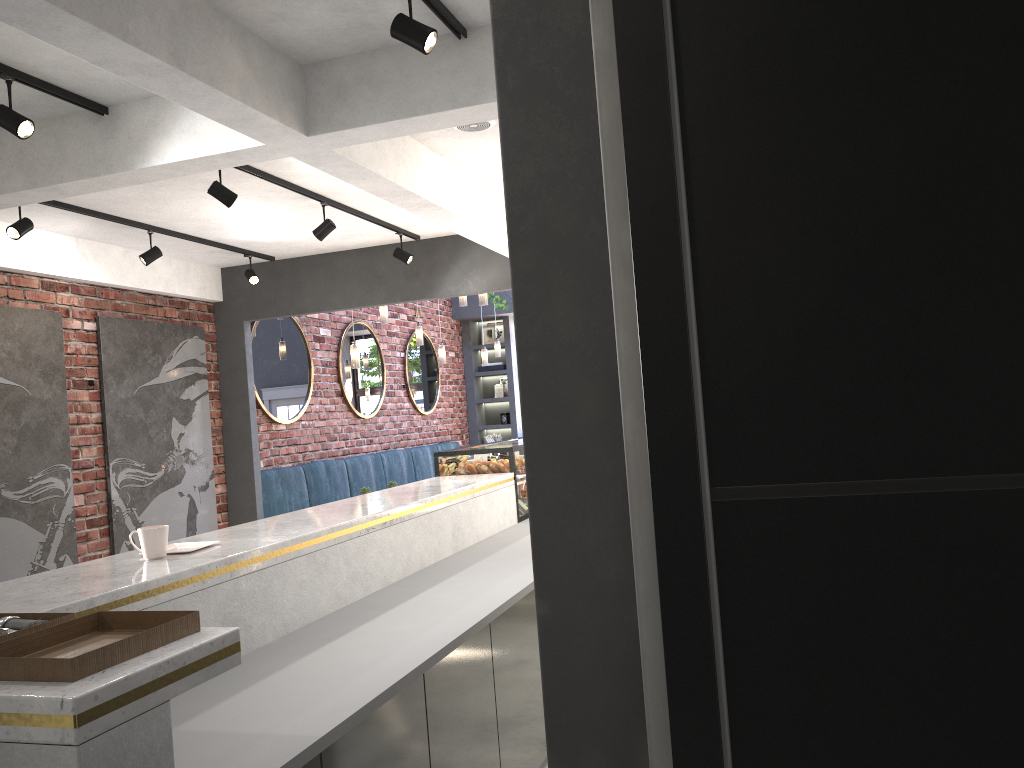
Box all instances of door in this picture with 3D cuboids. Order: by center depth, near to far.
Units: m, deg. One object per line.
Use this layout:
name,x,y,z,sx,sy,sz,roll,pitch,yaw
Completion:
door,0.675,0.379,0.877,1.132,2.218,0.172,-5,-1,18

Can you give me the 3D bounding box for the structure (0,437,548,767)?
structure,0.761,0.926,3.878,3.206,1.300,5.805,-5,-2,18

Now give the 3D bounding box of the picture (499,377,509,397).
picture,-0.082,0.053,14.188,0.247,0.326,0.044,-5,-1,18

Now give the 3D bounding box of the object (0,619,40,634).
object,-0.974,0.458,1.678,0.192,0.024,0.025,-5,-2,18

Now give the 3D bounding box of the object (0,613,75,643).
object,-0.998,0.469,1.602,0.231,0.038,0.307,-5,-2,18

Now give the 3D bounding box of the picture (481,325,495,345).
picture,-0.381,-0.775,14.234,0.230,0.313,0.061,-5,-1,18

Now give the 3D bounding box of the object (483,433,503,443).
object,-0.295,0.917,14.050,0.250,0.323,0.241,-5,-2,18

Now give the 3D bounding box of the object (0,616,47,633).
object,-0.972,0.469,1.713,0.175,0.039,0.056,-5,-2,18

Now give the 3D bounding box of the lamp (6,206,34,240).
lamp,-2.852,-0.946,5.136,0.087,0.235,0.157,-5,-1,12

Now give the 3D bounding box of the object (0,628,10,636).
object,-0.994,0.458,1.613,0.192,0.024,0.025,-5,-2,18

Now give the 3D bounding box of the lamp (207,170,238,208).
lamp,-1.547,-1.060,4.731,0.157,0.238,0.087,-3,-2,-33

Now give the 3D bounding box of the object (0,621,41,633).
object,-0.973,0.463,1.678,0.192,0.024,0.025,-5,-2,18

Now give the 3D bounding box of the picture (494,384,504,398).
picture,-0.208,0.113,14.201,0.161,0.227,0.049,-5,-1,18

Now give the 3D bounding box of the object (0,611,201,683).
object,-0.732,0.447,1.530,0.231,0.038,0.307,-5,-2,18

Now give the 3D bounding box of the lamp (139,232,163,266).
lamp,-2.523,-0.940,6.186,0.157,0.238,0.087,-3,-2,-33

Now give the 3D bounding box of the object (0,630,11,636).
object,-0.994,0.462,1.613,0.192,0.024,0.025,-5,-2,18

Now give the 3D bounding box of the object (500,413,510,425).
object,-0.105,0.545,13.973,0.152,0.181,0.152,-3,-2,-34

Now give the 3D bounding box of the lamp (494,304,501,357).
lamp,-0.347,-2.420,12.370,0.078,4.104,0.078,-4,-1,2

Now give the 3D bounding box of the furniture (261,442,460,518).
furniture,1.178,1.153,9.774,6.022,1.151,5.341,-5,-2,18

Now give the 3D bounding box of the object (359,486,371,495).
object,-1.372,1.044,8.321,0.118,0.165,0.122,-4,-1,-5

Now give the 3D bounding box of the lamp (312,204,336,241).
lamp,-1.226,-1.052,5.779,0.157,0.238,0.087,-5,-1,12

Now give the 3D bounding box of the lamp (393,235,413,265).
lamp,-0.853,-1.045,6.914,0.157,0.238,0.087,-5,-1,12

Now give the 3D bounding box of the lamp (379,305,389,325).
lamp,-1.439,-2.648,8.982,0.078,4.104,0.078,-4,-1,2

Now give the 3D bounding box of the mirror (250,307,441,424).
mirror,-1.794,-0.336,10.664,0.036,1.510,4.773,-5,-2,18

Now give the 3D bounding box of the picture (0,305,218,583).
picture,-3.066,0.501,6.421,0.033,2.027,2.821,-5,-2,18

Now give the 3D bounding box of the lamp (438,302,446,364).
lamp,-0.991,-2.288,10.735,0.078,4.104,0.078,-5,-1,25

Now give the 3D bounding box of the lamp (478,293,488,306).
lamp,-0.408,-2.746,7.936,0.078,4.104,0.078,-3,-2,-43

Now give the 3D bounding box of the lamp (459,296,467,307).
lamp,-0.642,-2.825,8.919,0.078,4.104,0.078,-3,-2,-43

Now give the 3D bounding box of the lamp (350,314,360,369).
lamp,-1.611,-2.191,8.320,0.078,4.104,0.078,-4,-1,2

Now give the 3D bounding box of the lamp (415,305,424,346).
lamp,-1.200,-2.485,10.126,0.078,4.104,0.078,-5,-1,25

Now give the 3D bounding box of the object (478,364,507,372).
object,-0.294,-0.246,14.040,0.412,0.084,0.286,-5,-2,18

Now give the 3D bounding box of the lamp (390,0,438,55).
lamp,-0.329,-1.207,2.943,0.157,0.235,0.087,-5,-1,12

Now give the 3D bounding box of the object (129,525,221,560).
object,-1.068,0.484,2.788,0.176,0.097,0.301,-5,-2,9

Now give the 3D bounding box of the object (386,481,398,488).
object,-1.196,1.048,8.876,0.118,0.165,0.122,-4,-1,-5

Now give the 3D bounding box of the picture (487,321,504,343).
picture,-0.215,-0.813,14.218,0.361,0.369,0.055,-5,-1,18

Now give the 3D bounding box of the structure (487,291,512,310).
structure,0.977,-1.282,8.879,2.806,5.987,3.746,-4,-2,-29

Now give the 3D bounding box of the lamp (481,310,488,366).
lamp,-0.510,-2.291,11.821,0.078,4.104,0.078,-4,-1,2

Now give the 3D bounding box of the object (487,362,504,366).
object,-0.300,-0.307,14.053,0.327,0.039,0.227,-5,-2,8

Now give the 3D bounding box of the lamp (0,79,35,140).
lamp,-1.950,-1.068,3.458,0.157,0.238,0.087,-5,-1,12

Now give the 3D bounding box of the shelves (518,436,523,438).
shelves,2.240,0.664,13.257,4.404,0.043,0.384,-5,-2,18

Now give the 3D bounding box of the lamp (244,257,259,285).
lamp,-2.152,-0.931,7.324,0.087,0.235,0.157,-4,-2,-32
